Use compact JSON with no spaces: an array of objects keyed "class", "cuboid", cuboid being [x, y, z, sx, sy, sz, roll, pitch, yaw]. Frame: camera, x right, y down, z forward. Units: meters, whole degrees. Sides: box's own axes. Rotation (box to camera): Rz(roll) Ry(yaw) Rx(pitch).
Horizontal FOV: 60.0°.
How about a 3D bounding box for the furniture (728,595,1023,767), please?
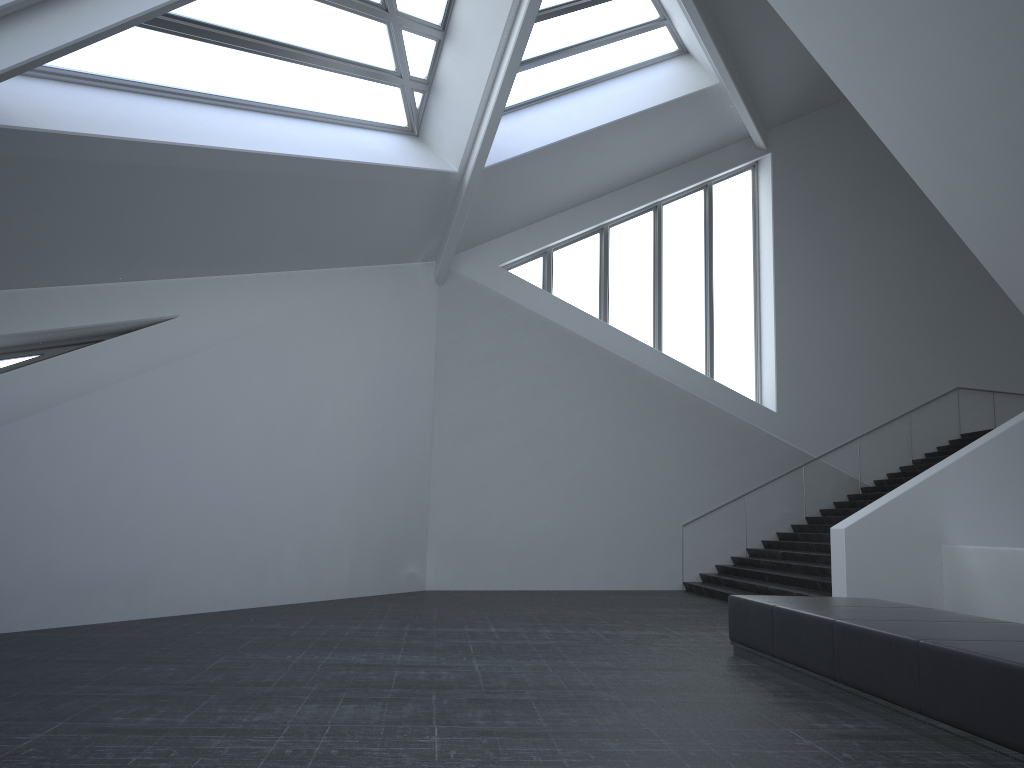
[{"class":"furniture","cuboid":[3.152,1.967,5.999,1.488,0.580,5.742,2,-9,-5]}]
